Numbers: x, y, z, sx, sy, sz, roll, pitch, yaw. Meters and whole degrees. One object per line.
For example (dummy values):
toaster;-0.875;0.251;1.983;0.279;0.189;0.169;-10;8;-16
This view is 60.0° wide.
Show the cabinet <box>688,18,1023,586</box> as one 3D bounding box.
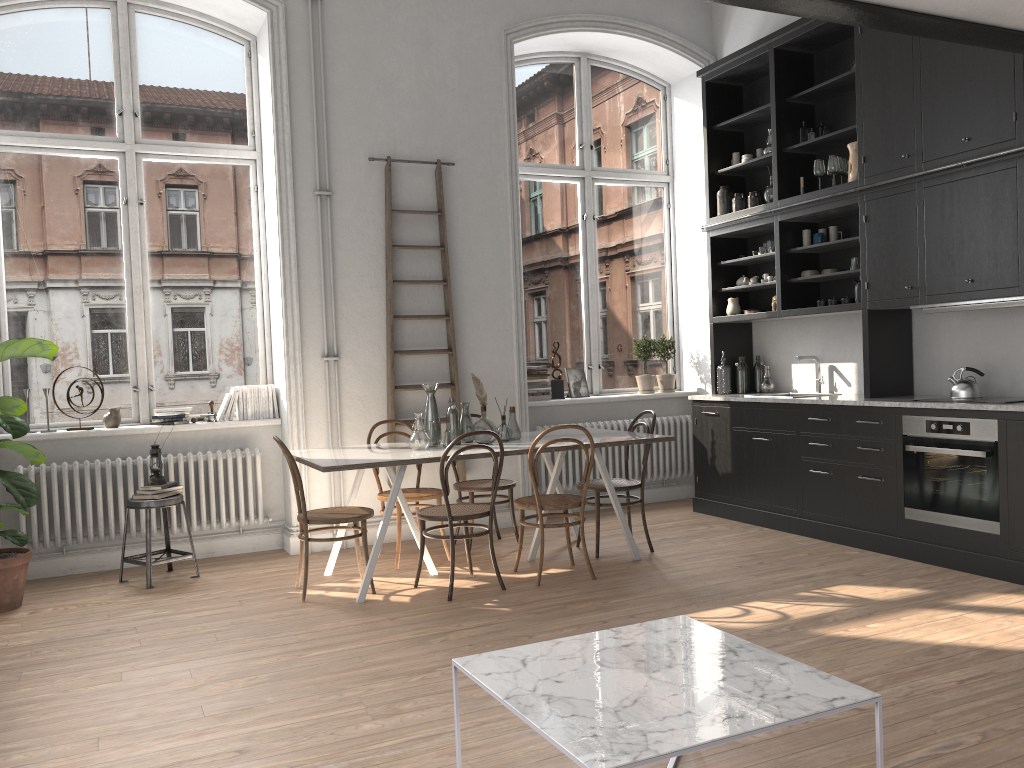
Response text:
cabinet;2.360;-0.750;5.847;0.635;3.584;3.250;-3;2;-25

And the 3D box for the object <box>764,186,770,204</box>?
object;2.014;-1.445;6.903;0.092;0.184;0.092;-3;2;-10

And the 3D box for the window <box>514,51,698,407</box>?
window;4.911;-6.011;12.976;14.382;15.940;26.395;-3;2;-25

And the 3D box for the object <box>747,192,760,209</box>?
object;1.891;-1.424;6.943;0.096;0.150;0.096;-4;2;-37

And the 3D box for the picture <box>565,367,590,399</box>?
picture;0.531;-0.007;7.566;0.221;0.264;0.149;-4;2;-41

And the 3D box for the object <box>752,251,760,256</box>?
object;1.917;-1.016;6.954;0.071;0.047;0.071;-2;2;13

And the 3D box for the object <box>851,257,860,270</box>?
object;2.341;-0.817;6.046;0.058;0.094;0.058;-2;2;14

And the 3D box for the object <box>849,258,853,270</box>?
object;2.355;-0.819;6.117;0.058;0.094;0.058;-2;2;14

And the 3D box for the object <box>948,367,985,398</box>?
object;2.738;-0.011;5.354;0.171;0.186;0.171;-3;2;-14

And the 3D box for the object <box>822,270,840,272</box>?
object;2.309;-0.804;6.423;0.123;0.036;0.123;-3;2;-38

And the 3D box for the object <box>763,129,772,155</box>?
object;1.984;-1.835;6.777;0.132;0.219;0.132;-1;2;39

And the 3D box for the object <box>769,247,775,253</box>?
object;1.992;-1.014;6.746;0.071;0.047;0.071;-2;2;13

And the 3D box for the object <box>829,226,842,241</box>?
object;2.317;-1.062;6.359;0.059;0.135;0.082;-4;2;-42

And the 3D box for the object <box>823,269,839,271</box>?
object;2.308;-0.812;6.423;0.112;0.036;0.112;-2;2;17

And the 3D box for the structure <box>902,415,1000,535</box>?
structure;2.736;0.488;5.171;0.618;0.623;0.622;-3;2;-25

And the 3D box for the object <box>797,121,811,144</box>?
object;2.134;-1.823;6.477;0.084;0.199;0.065;-2;2;-3

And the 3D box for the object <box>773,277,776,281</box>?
object;2.037;-0.802;6.805;0.049;0.041;0.056;-1;2;38

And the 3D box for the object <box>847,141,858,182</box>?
object;2.286;-1.472;5.912;0.094;0.267;0.116;-2;2;17

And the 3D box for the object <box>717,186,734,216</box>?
object;1.719;-1.466;7.132;0.118;0.238;0.118;-4;2;-40

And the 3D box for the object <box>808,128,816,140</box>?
object;2.163;-1.784;6.394;0.053;0.125;0.041;-1;2;32

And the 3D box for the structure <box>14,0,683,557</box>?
structure;-0.850;-1.086;6.596;5.181;4.475;0.340;-3;2;-25

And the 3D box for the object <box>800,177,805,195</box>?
object;2.107;-1.425;6.433;0.123;0.161;0.123;-3;2;-16

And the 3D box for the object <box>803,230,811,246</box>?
object;2.166;-1.059;6.501;0.059;0.135;0.082;-1;2;33

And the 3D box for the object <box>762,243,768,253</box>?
object;1.996;-1.050;6.956;0.060;0.107;0.060;-1;2;33

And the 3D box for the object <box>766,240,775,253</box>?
object;1.988;-1.046;6.815;0.060;0.107;0.060;-2;2;3

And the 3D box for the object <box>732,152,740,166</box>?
object;1.814;-1.796;7.173;0.059;0.135;0.082;-2;2;3

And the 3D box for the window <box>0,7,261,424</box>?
window;-2.646;-1.180;6.203;1.622;2.844;0.013;-3;2;-25

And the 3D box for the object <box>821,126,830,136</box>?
object;2.249;-1.786;6.364;0.044;0.121;0.058;-2;2;2

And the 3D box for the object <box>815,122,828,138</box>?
object;2.261;-1.816;6.470;0.065;0.177;0.084;-2;2;-3

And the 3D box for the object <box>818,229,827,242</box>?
object;2.264;-1.063;6.488;0.082;0.135;0.059;-2;2;3

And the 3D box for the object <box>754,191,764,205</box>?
object;1.959;-1.442;7.074;0.092;0.184;0.092;-1;2;30

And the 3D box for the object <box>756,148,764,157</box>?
object;1.978;-1.800;7.049;0.059;0.135;0.082;-2;2;-2

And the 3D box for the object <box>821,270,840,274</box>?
object;2.309;-0.796;6.423;0.132;0.038;0.132;-2;2;22

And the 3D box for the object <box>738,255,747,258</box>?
object;1.885;-1.022;7.242;0.071;0.047;0.071;-2;2;13

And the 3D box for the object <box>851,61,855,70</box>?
object;2.361;-2.150;6.037;0.056;0.121;0.167;-2;2;0

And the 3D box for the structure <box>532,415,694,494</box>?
structure;0.857;0.579;7.502;1.577;0.552;0.194;-3;2;-25

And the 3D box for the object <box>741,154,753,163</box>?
object;1.882;-1.777;7.087;0.096;0.095;0.096;-2;2;9

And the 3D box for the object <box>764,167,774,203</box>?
object;1.946;-1.522;6.619;0.134;0.358;0.134;-2;2;20

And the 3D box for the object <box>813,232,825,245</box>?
object;2.211;-1.037;6.395;0.082;0.093;0.140;-1;2;30

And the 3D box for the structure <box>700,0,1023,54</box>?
structure;1.605;-1.863;1.079;5.926;1.213;4.157;-3;2;-25

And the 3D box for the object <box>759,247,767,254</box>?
object;1.947;-1.026;6.876;0.064;0.069;0.064;-2;2;23

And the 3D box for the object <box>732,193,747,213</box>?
object;1.799;-1.425;7.012;0.114;0.155;0.114;-3;2;-22

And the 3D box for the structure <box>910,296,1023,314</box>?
structure;2.818;-0.496;5.202;0.379;0.123;0.843;-3;2;-25
